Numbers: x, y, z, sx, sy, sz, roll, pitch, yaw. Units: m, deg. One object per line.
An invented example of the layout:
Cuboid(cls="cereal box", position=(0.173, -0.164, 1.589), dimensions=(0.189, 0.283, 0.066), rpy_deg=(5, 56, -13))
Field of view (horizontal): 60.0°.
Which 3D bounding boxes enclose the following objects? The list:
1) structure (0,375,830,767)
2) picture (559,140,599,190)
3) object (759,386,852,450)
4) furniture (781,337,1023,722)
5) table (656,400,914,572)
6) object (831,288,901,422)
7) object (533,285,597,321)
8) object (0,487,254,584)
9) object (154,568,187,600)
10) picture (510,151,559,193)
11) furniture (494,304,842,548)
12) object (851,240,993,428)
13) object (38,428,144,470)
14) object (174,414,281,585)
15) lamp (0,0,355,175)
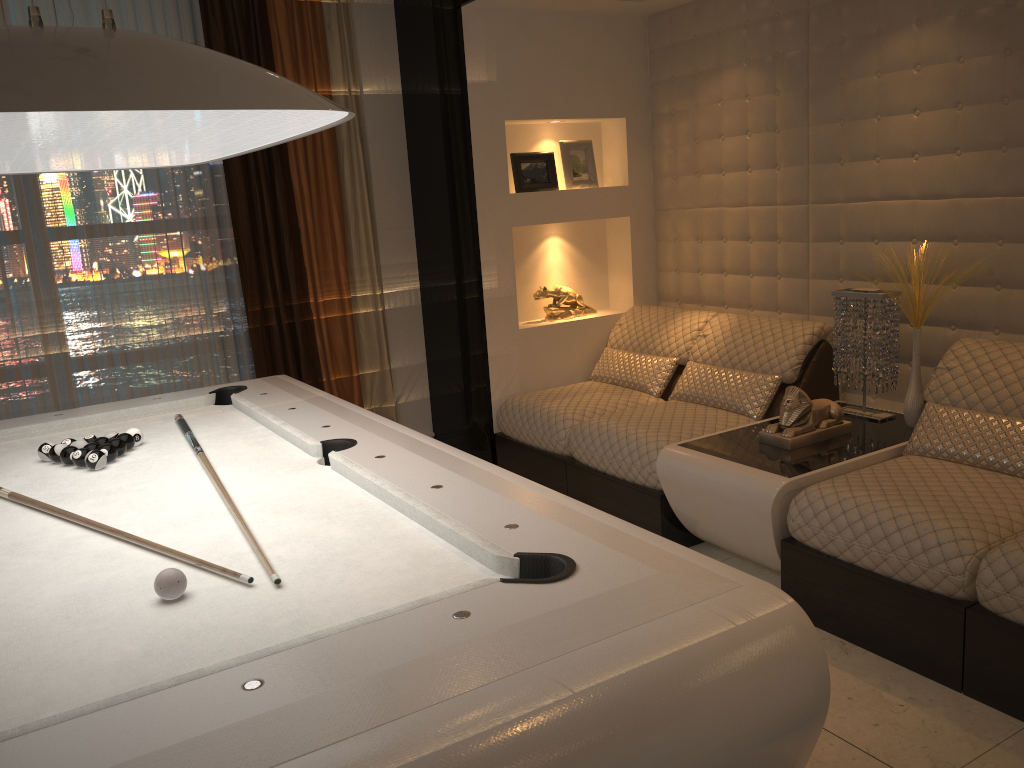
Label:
Cuboid(cls="structure", position=(-0.930, 0.652, 2.226), dimensions=(1.659, 0.812, 2.912), rpy_deg=(-11, 14, -30))
Cuboid(cls="picture", position=(0.352, -1.163, 4.717), dimensions=(0.211, 0.262, 0.094), rpy_deg=(-11, 14, -30))
Cuboid(cls="object", position=(1.126, 0.101, 3.402), dimensions=(0.344, 0.217, 0.155), rpy_deg=(-11, 14, -30))
Cuboid(cls="furniture", position=(1.692, 0.378, 2.658), dimensions=(1.107, 0.810, 1.312), rpy_deg=(-11, 14, -30))
Cuboid(cls="table", position=(1.204, 0.420, 3.496), dimensions=(1.143, 0.457, 0.608), rpy_deg=(-11, 14, -30))
Cuboid(cls="object", position=(1.445, -0.128, 3.634), dimensions=(0.124, 0.522, 0.247), rpy_deg=(-11, 14, -30))
Cuboid(cls="object", position=(0.296, -0.452, 4.859), dimensions=(0.409, 0.202, 0.124), rpy_deg=(-10, 13, -26))
Cuboid(cls="object", position=(-1.107, 0.301, 2.131), dimensions=(1.605, 0.026, 0.028), rpy_deg=(5, 15, 38))
Cuboid(cls="object", position=(-0.619, 0.362, 1.607), dimensions=(0.057, 0.057, 0.057), rpy_deg=(2, 13, 28))
Cuboid(cls="picture", position=(0.112, -1.091, 4.583), dimensions=(0.264, 0.209, 0.090), rpy_deg=(-11, 14, -30))
Cuboid(cls="furniture", position=(0.700, 0.111, 4.264), dimensions=(1.107, 0.810, 1.312), rpy_deg=(-11, 14, -30))
Cuboid(cls="object", position=(1.544, -0.169, 3.348), dimensions=(0.388, 0.718, 0.390), rpy_deg=(-14, 15, -38))
Cuboid(cls="object", position=(-1.217, 0.186, 2.648), dimensions=(0.299, 0.057, 0.265), rpy_deg=(4, 14, 33))
Cuboid(cls="object", position=(-0.784, 0.237, 2.326), dimensions=(0.028, 0.026, 1.605), rpy_deg=(-10, 13, -25))
Cuboid(cls="lamp", position=(-1.035, -1.004, 1.890), dimensions=(0.939, 0.995, 1.578), rpy_deg=(-11, 14, -30))
